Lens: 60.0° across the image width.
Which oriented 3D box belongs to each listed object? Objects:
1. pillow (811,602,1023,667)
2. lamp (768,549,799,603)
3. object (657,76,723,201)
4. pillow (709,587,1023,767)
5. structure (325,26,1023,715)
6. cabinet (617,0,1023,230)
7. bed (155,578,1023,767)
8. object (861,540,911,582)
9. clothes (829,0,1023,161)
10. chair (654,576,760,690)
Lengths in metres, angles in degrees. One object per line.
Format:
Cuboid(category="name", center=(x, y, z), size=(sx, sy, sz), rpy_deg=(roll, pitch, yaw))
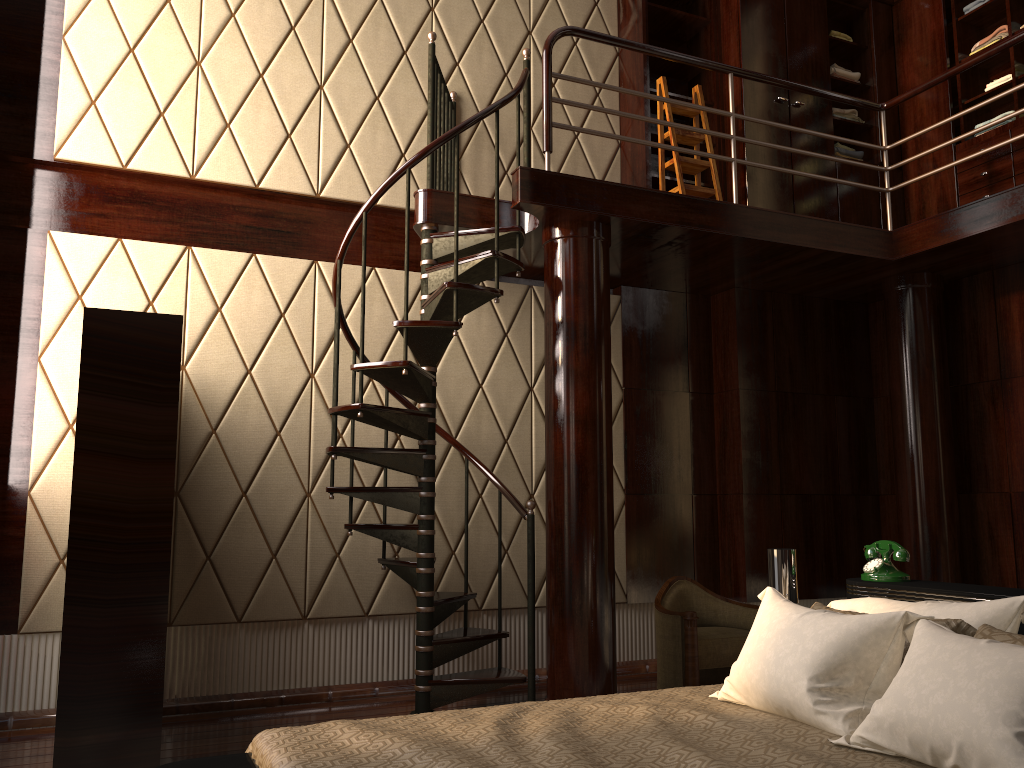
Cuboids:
Cuboid(category="pillow", center=(0.989, 0.692, 2.047), size=(0.293, 0.271, 1.123), rpy_deg=(3, -9, -24))
Cuboid(category="lamp", center=(0.933, 0.760, 3.032), size=(0.109, 0.385, 0.106), rpy_deg=(2, -8, -17))
Cuboid(category="object", center=(1.009, -1.273, 4.967), size=(0.275, 0.974, 0.258), rpy_deg=(4, -9, -24))
Cuboid(category="pillow", center=(1.001, 0.672, 2.084), size=(0.685, 0.320, 1.322), rpy_deg=(3, -9, -23))
Cuboid(category="structure", center=(1.900, -0.357, 2.503), size=(3.750, 3.189, 6.107), rpy_deg=(4, -9, -24))
Cuboid(category="cabinet", center=(3.049, -2.184, 3.292), size=(2.576, 2.432, 6.767), rpy_deg=(4, -9, -24))
Cuboid(category="bed", center=(0.534, 0.831, 1.856), size=(2.381, 0.660, 1.985), rpy_deg=(4, -9, -24))
Cuboid(category="object", center=(1.248, 0.588, 2.959), size=(0.158, 0.131, 0.178), rpy_deg=(-4, -9, 28))
Cuboid(category="clothes", center=(3.526, -2.123, 3.984), size=(0.818, 0.954, 4.996), rpy_deg=(5, -9, -31))
Cuboid(category="chair", center=(0.970, 1.252, 4.412), size=(0.571, 0.550, 0.462), rpy_deg=(4, -9, -24))
